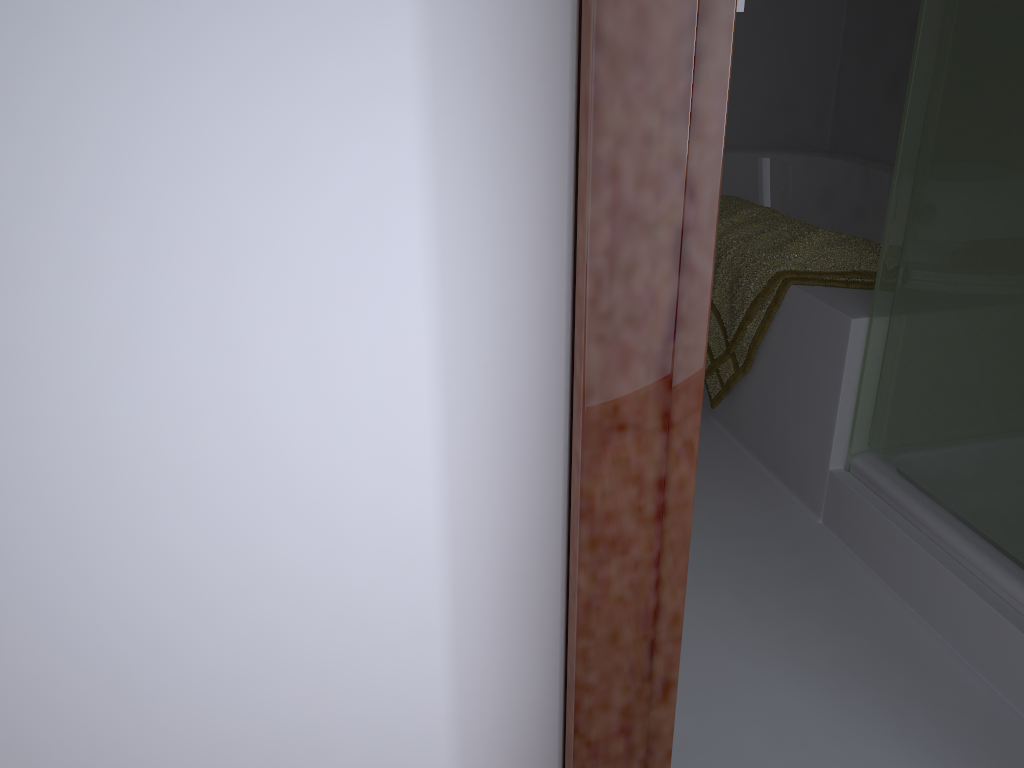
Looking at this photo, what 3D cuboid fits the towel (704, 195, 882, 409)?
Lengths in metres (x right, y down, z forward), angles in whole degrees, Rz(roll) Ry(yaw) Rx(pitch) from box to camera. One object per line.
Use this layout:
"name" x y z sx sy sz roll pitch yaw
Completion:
"towel" 0.624 -0.208 2.261 0.349 0.452 0.890 -8 25 -17

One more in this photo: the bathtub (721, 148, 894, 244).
"bathtub" 0.937 -0.358 2.646 0.881 0.424 1.683 -6 24 -12

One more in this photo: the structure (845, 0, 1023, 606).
"structure" 1.250 -0.561 1.221 1.015 2.079 0.765 -6 24 -12
